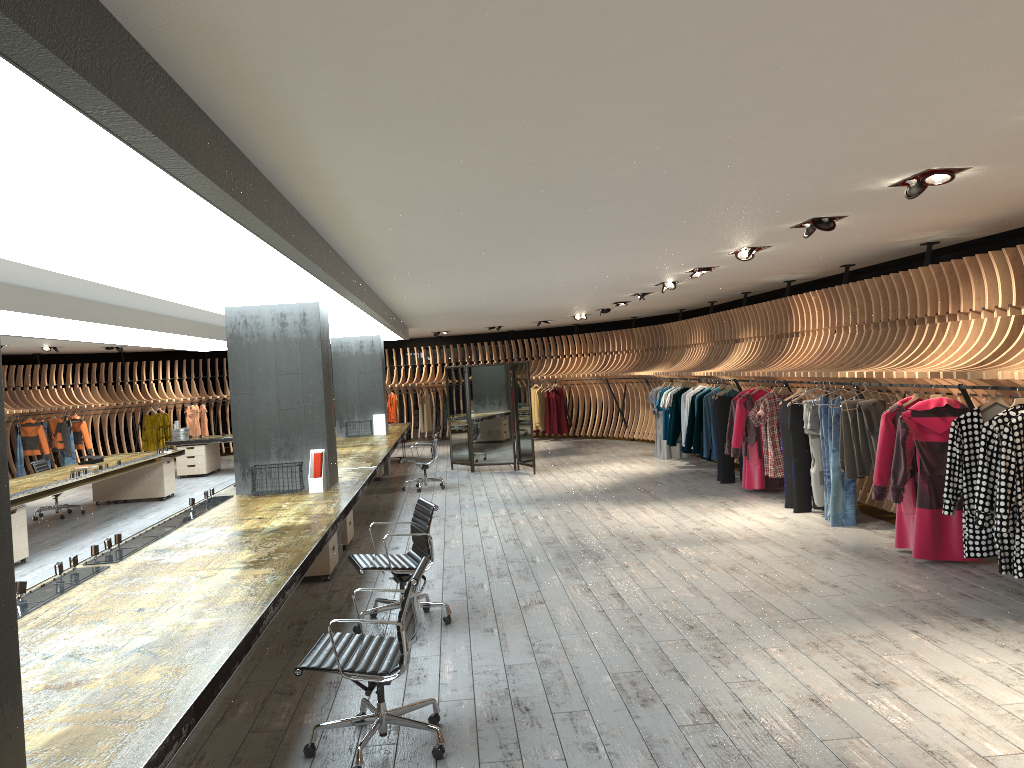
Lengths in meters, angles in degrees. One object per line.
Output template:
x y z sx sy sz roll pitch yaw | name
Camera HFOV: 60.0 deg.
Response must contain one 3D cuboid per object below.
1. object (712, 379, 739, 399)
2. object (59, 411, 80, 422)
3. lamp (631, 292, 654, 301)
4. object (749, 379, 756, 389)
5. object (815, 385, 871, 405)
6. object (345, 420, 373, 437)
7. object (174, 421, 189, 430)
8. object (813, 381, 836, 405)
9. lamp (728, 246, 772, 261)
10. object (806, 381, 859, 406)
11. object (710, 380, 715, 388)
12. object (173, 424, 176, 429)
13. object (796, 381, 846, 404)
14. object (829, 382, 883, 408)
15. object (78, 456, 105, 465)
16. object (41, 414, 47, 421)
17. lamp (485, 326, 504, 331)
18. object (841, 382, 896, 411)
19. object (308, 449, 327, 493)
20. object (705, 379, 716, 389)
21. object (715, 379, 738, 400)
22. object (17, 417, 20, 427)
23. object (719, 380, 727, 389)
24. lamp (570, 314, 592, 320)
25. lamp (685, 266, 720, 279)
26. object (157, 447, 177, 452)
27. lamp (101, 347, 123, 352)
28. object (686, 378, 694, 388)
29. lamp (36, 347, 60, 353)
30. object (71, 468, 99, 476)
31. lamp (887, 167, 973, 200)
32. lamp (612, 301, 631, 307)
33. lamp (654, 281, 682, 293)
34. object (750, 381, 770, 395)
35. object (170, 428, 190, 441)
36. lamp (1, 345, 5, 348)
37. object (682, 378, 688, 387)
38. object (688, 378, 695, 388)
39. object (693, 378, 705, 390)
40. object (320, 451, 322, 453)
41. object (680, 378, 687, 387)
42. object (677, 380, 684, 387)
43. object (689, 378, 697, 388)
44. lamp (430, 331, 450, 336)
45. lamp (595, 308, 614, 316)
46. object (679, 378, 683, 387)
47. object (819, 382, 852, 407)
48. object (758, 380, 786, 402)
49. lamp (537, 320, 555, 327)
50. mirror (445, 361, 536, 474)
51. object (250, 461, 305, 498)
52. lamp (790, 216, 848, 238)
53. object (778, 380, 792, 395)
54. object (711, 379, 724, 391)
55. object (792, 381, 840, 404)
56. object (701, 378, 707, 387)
3.097 0.064 12.584 0.525 0.270 0.012 -3 0 21 | object
-9.757 0.722 19.386 0.549 0.243 0.023 -4 0 -27 | object
1.941 -1.386 13.276 0.269 0.286 0.493 -4 1 -4 | lamp
3.153 0.075 11.618 0.525 0.270 0.012 -4 0 -4 | object
3.355 0.103 8.995 0.548 0.256 0.023 -3 0 22 | object
-2.702 0.796 15.672 0.459 0.289 0.329 -4 1 -1 | object
-6.707 0.845 17.977 0.262 0.204 0.088 -4 0 -5 | object
3.310 0.090 9.378 0.549 0.243 0.023 -4 1 -42 | object
2.273 -1.325 8.503 0.269 0.284 0.493 -4 1 -4 | lamp
3.326 0.093 9.221 0.549 0.243 0.023 -3 0 3 | object
3.038 0.053 13.315 0.525 0.270 0.012 -4 0 -4 | object
-6.804 0.859 17.884 0.062 0.109 0.062 -4 0 -38 | object
3.303 0.093 9.486 0.549 0.250 0.023 -4 0 -2 | object
3.361 0.099 8.671 0.549 0.243 0.023 -4 0 -2 | object
-6.316 1.137 13.311 0.261 0.111 0.373 -4 1 -4 | object
-9.980 0.745 18.836 0.023 0.243 0.549 -4 1 -7 | object
-0.386 -1.366 20.606 0.492 0.294 0.269 -3 1 41 | lamp
3.404 0.110 8.482 0.547 0.262 0.023 -4 0 -3 | object
-1.841 0.818 8.368 0.129 0.383 0.239 -4 0 -4 | object
3.028 0.051 13.519 0.525 0.270 0.012 -3 0 1 | object
3.099 0.067 12.403 0.525 0.270 0.012 -3 0 1 | object
-10.161 0.766 18.257 0.023 0.243 0.549 -4 1 -22 | object
3.069 0.058 12.882 0.525 0.270 0.012 -3 0 6 | object
1.398 -1.434 18.018 0.269 0.287 0.492 -4 1 -24 | lamp
2.163 -1.340 10.094 0.269 0.296 0.493 -4 1 -4 | lamp
-5.785 1.103 14.876 0.302 0.074 0.217 -4 1 -10 | object
-8.614 -0.837 19.203 0.269 0.293 0.493 -3 1 28 | lamp
2.950 0.040 14.667 0.525 0.270 0.012 -4 0 -4 | object
-9.233 -0.772 17.743 0.269 0.296 0.493 -3 1 16 | lamp
-5.543 1.145 11.506 0.302 0.071 0.209 -4 1 -9 | object
2.495 -1.278 5.321 0.269 0.294 0.493 -4 1 -4 | lamp
1.830 -1.403 14.867 0.269 0.294 0.493 -4 1 -4 | lamp
2.052 -1.358 11.685 0.269 0.301 0.493 -4 1 -4 | lamp
3.192 0.077 11.374 0.525 0.270 0.012 -3 0 6 | object
-6.738 1.026 18.029 0.303 0.239 0.498 -4 1 -3 | object
-9.442 -0.734 16.171 0.269 0.292 0.493 -3 1 3 | lamp
2.916 0.044 14.850 0.524 0.284 0.014 -3 0 6 | object
2.968 0.040 14.586 0.525 0.270 0.012 -4 0 -4 | object
2.991 0.039 14.085 0.525 0.270 0.012 -3 0 1 | object
-1.805 0.822 8.374 0.045 0.359 0.207 -4 0 -4 | object
2.919 0.030 15.023 0.525 0.270 0.012 -4 0 -19 | object
2.928 0.035 15.243 0.523 0.290 0.013 -4 0 -9 | object
2.963 0.042 14.458 0.525 0.270 0.012 -3 0 1 | object
-1.721 -1.300 21.460 0.492 0.292 0.269 -3 1 29 | lamp
1.717 -1.425 16.458 0.269 0.291 0.492 -4 1 -8 | lamp
2.926 0.038 15.138 0.524 0.285 0.013 -4 0 -9 | object
3.327 0.097 9.114 0.549 0.243 0.023 -4 0 -32 | object
3.216 0.086 10.726 0.525 0.270 0.012 -4 0 -4 | object
0.679 -1.412 19.432 0.269 0.292 0.492 -4 1 -36 | lamp
-0.384 0.590 15.580 2.111 1.892 0.443 -3 0 37 | mirror
-2.188 0.892 8.287 0.459 0.289 0.329 -4 1 -6 | object
2.384 -1.300 6.912 0.269 0.291 0.493 -4 1 -4 | lamp
3.225 0.097 10.513 0.524 0.286 0.015 -4 0 -19 | object
3.064 0.054 13.206 0.525 0.270 0.012 -4 0 -4 | object
3.296 0.087 9.582 0.549 0.243 0.023 -3 0 33 | object
3.008 0.042 13.852 0.525 0.270 0.012 -4 0 -4 | object
